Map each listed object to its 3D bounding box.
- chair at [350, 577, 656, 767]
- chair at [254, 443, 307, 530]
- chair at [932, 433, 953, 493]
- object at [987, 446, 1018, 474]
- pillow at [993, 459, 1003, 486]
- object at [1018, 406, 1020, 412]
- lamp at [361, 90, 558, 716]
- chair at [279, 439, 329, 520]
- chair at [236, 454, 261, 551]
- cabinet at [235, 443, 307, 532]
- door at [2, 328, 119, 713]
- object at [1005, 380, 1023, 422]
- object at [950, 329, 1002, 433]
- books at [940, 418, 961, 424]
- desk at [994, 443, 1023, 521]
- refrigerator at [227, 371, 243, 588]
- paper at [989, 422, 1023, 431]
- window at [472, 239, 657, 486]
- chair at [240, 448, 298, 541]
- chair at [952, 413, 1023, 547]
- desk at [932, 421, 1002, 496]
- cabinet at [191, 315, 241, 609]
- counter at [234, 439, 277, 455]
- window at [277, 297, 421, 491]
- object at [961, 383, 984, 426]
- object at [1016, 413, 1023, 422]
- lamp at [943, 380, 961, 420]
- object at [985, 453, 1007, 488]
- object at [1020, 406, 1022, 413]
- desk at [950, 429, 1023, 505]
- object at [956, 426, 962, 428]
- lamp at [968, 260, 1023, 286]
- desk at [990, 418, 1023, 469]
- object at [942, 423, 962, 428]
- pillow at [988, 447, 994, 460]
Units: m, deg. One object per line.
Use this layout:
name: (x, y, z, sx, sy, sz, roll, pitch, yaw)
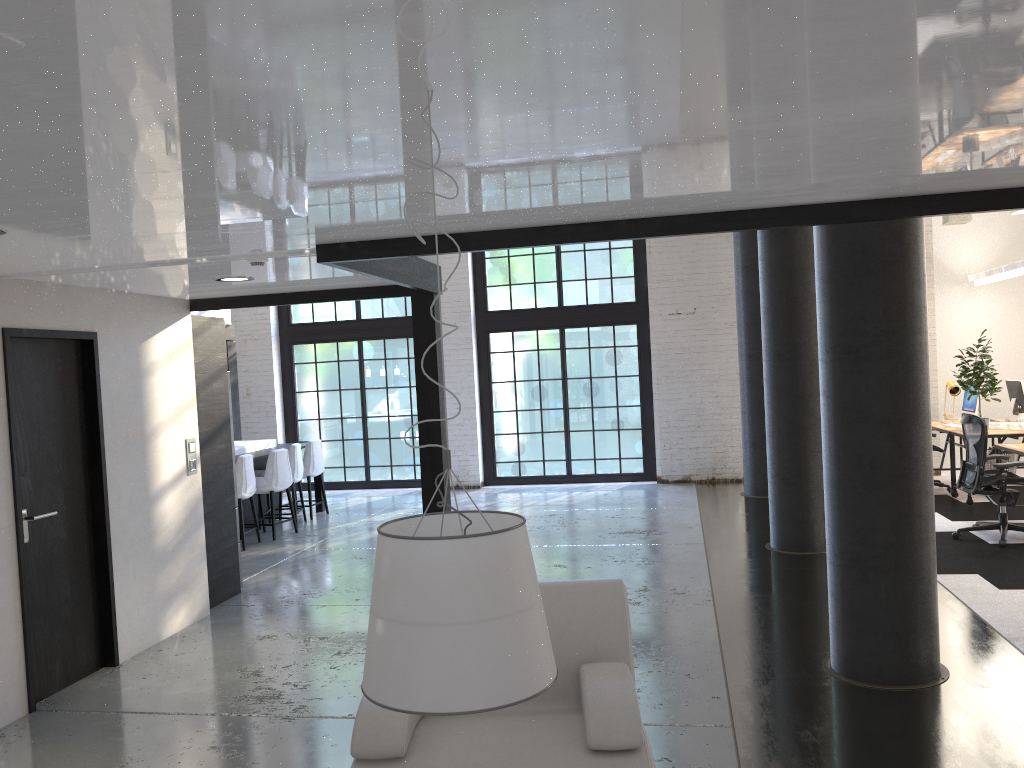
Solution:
chair: (-0.025, 1.227, 3.271, 1.007, 0.785, 1.025, -3, 1, 2)
chair: (-2.657, 1.183, 10.196, 0.501, 0.985, 0.579, -3, 2, 2)
chair: (4.645, 0.687, 10.249, 0.792, 1.086, 0.770, -3, 2, -6)
object: (5.873, 0.941, 10.593, 0.353, 0.435, 0.358, -3, 2, 7)
pillow: (5.343, 0.997, 9.755, 0.119, 0.407, 0.239, -3, 2, 11)
object: (5.688, 0.350, 9.914, 0.054, 0.207, 0.008, -3, 2, -2)
lamp: (-0.150, -0.018, 1.952, 0.436, 1.348, 0.435, -2, 2, 25)
chair: (-2.554, 1.168, 10.778, 0.501, 0.985, 0.579, -2, 2, 17)
chair: (-2.875, 1.215, 9.028, 0.501, 0.985, 0.579, -3, 2, 7)
cabinet: (-3.298, 1.255, 10.002, 1.370, 0.911, 2.690, -3, 1, 11)
door: (-2.622, 0.732, 4.999, 0.271, 2.059, 0.749, -3, 2, 11)
object: (5.814, 0.199, 10.239, 0.190, 0.485, 0.483, -3, 1, 11)
object: (4.853, -0.030, 9.260, 0.439, 1.078, 0.513, -3, 2, 1)
books: (5.301, 0.441, 10.643, 0.225, 0.038, 0.308, -3, 1, 11)
desk: (4.682, 0.930, 7.621, 0.529, 0.725, 1.400, -3, 1, 11)
refrigerator: (-2.686, 0.812, 6.853, 0.853, 1.773, 0.820, -3, 2, 11)
paper: (5.245, 0.444, 9.391, 0.083, 0.082, 1.134, -3, 1, -15)
window: (0.691, -1.122, 12.568, 2.491, 5.182, 0.137, -3, 2, 11)
chair: (-2.642, 1.194, 9.544, 0.501, 0.985, 0.579, -2, 2, 22)
chair: (4.180, 0.779, 7.610, 0.792, 1.086, 0.770, -3, 2, -6)
desk: (5.147, 0.839, 10.260, 0.529, 0.725, 1.400, -3, 1, 11)
cabinet: (-4.042, 0.609, 8.898, 4.276, 2.316, 4.229, -3, 1, 11)
counter: (-3.561, 0.775, 9.785, 0.977, 0.095, 2.292, -3, 1, 11)
window: (-2.267, -0.978, 13.123, 2.491, 5.182, 0.137, -3, 2, 11)
object: (5.247, 0.231, 10.079, 0.190, 0.485, 0.483, -3, 1, 11)
object: (5.702, 0.390, 9.924, 0.101, 0.127, 0.101, -4, 2, -34)
lamp: (5.251, 0.193, 10.590, 0.126, 0.470, 0.344, -3, 2, 11)
object: (5.266, 0.987, 9.774, 0.353, 0.435, 0.358, -3, 2, 7)
object: (5.699, 0.349, 9.908, 0.054, 0.207, 0.008, -4, 2, -24)
desk: (5.391, 0.844, 9.223, 1.401, 0.725, 0.529, -3, 2, 11)
object: (4.978, 0.477, 9.831, 0.106, 0.029, 0.059, -3, 1, 12)
lamp: (5.026, -2.507, 7.339, 0.226, 2.865, 7.298, -3, 1, 11)
desk: (5.977, 0.798, 10.097, 0.529, 0.725, 1.400, -3, 1, 11)
object: (5.046, 0.474, 10.153, 0.118, 0.018, 0.438, -3, 1, 11)
pillow: (5.797, 0.958, 10.612, 0.119, 0.407, 0.239, -3, 2, 11)
